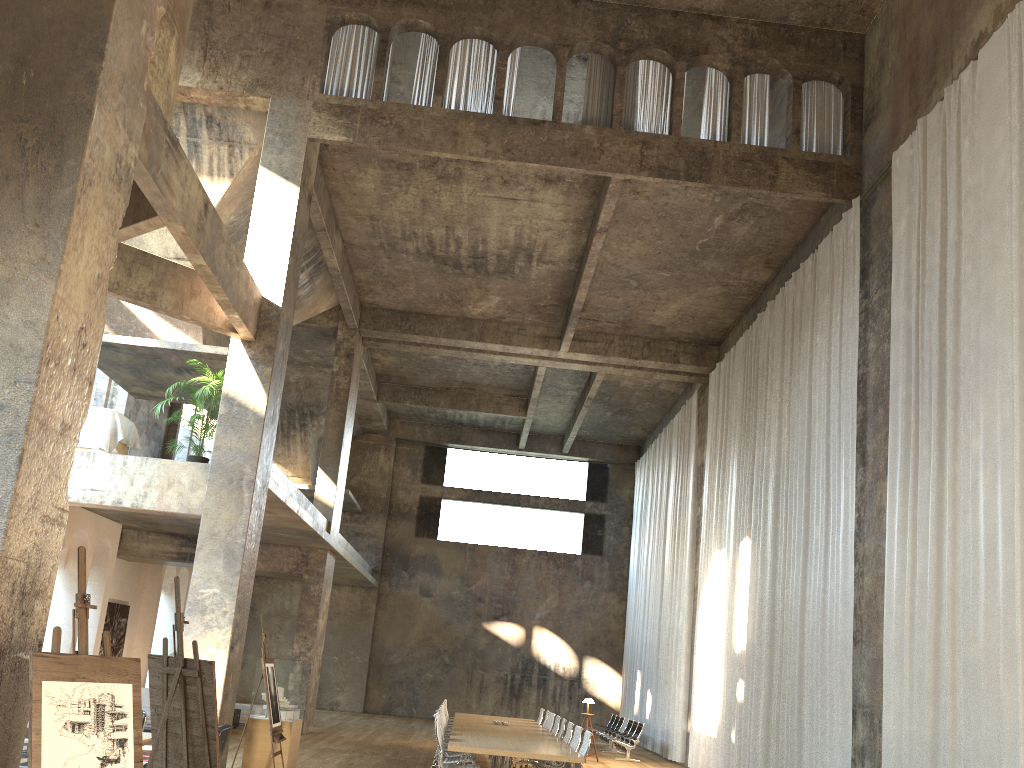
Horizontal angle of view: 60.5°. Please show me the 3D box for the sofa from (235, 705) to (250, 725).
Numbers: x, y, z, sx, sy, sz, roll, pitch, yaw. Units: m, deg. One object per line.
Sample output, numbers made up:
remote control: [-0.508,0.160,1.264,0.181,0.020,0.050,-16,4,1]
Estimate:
sofa: [-6.687,7.067,19.454,2.068,0.701,1.104,6,-16,-2]

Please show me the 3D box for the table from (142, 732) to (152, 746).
table: [-4.743,3.633,8.391,2.410,0.681,1.138,6,-16,-2]

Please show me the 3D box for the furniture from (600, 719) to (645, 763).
furniture: [2.493,8.134,20.176,0.708,0.817,1.929,6,-17,-1]

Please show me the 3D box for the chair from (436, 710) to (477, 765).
chair: [-0.842,5.244,12.643,0.699,0.997,0.684,6,-13,-2]

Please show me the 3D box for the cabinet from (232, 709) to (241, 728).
cabinet: [-5.813,6.719,17.588,0.396,0.358,1.609,6,-18,-1]

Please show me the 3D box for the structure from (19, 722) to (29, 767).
structure: [-3.549,2.661,5.565,0.743,0.986,0.757,6,-14,-2]

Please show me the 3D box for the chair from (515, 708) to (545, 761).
chair: [0.278,6.840,17.171,0.698,0.997,0.685,5,-13,4]

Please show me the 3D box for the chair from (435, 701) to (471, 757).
chair: [-1.028,6.396,16.207,0.699,0.997,0.685,5,-13,2]

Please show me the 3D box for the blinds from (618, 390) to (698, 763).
blinds: [3.828,5.415,23.856,0.275,8.399,8.060,6,-15,-2]

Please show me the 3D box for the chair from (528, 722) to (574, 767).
chair: [0.550,5.437,12.820,0.698,0.997,0.685,5,-13,4]

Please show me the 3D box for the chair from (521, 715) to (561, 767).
chair: [0.457,6.002,14.567,0.698,0.997,0.685,5,-13,4]

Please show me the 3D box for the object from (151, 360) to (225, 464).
object: [-4.444,0.472,12.970,1.400,1.758,1.398,5,-14,4]

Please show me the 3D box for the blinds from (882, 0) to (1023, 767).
blinds: [4.734,-0.081,6.854,0.275,8.399,8.064,6,-14,0]

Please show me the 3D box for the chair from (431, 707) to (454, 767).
chair: [-0.885,5.540,13.559,0.698,0.997,0.685,5,-13,4]

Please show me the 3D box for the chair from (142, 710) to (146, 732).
chair: [-4.273,3.826,9.132,0.731,0.867,0.844,8,-15,-7]

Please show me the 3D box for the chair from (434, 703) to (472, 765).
chair: [-0.978,6.105,15.306,0.698,0.997,0.685,5,-13,4]

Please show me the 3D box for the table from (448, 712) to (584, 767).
table: [-0.186,5.877,13.972,1.601,0.737,7.950,6,-18,-1]

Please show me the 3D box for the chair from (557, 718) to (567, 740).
chair: [0.500,5.722,13.702,0.698,0.997,0.686,4,-13,7]

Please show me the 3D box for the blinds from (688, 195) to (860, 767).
blinds: [4.281,2.663,15.342,0.275,8.399,8.064,6,-14,0]

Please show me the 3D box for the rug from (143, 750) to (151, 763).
rug: [-5.739,5.223,12.458,2.463,0.009,1.387,6,-18,-2]

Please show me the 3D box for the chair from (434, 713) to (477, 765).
chair: [-0.788,4.973,11.802,0.698,0.997,0.686,4,-13,7]

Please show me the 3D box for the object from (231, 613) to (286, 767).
object: [-3.165,4.052,11.360,0.685,2.087,0.720,6,-12,-2]

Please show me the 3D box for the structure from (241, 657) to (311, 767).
structure: [-3.258,4.592,12.184,0.594,1.504,0.764,6,-13,-1]

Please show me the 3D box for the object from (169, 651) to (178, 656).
object: [-7.568,6.882,20.870,1.400,1.762,1.398,5,-14,4]

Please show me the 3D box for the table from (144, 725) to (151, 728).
table: [-5.837,5.707,14.316,0.860,0.240,0.381,6,-16,-2]

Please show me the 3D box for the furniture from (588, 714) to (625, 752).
furniture: [2.368,8.892,22.521,0.708,0.817,1.929,6,-17,-1]

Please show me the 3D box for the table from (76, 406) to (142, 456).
table: [-6.436,0.769,12.895,1.750,0.779,1.149,6,-16,-2]

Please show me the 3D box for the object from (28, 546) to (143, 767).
object: [-2.235,1.902,4.538,0.684,2.087,0.721,0,-13,24]

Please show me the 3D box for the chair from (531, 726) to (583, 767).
chair: [0.600,5.146,11.918,0.699,0.997,0.685,5,-13,2]

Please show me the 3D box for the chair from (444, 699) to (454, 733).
chair: [-1.075,6.698,17.139,0.698,0.997,0.685,5,-13,4]

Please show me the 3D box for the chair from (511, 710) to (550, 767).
chair: [0.352,6.568,16.323,0.698,0.997,0.686,4,-13,7]

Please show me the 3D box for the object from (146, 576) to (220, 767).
object: [-2.439,2.490,6.390,0.702,2.087,0.702,-1,-14,30]

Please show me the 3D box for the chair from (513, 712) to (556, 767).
chair: [0.397,6.297,15.482,0.699,0.997,0.684,6,-13,-2]

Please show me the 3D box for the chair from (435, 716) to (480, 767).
chair: [-0.708,4.702,10.955,0.698,0.997,0.685,5,-13,4]

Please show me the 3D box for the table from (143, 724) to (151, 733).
table: [-5.859,5.845,14.675,0.790,0.197,1.144,6,-18,-1]

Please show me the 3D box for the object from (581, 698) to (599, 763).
object: [1.476,7.245,18.445,0.572,1.261,0.676,-2,-15,31]

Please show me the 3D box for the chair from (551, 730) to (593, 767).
chair: [-2.178,4.565,10.950,12.954,1.003,32.467,6,-18,-1]

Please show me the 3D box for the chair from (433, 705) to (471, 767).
chair: [-0.928,5.820,14.423,0.698,0.997,0.686,4,-13,7]

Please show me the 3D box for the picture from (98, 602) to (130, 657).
picture: [-8.556,5.555,18.710,0.069,1.720,1.547,6,-14,-1]

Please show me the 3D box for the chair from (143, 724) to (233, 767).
chair: [-3.188,3.706,8.449,0.822,0.867,0.751,7,-14,-5]

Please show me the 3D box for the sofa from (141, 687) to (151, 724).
sofa: [-6.465,5.732,15.327,2.064,0.701,3.018,6,-18,-1]
